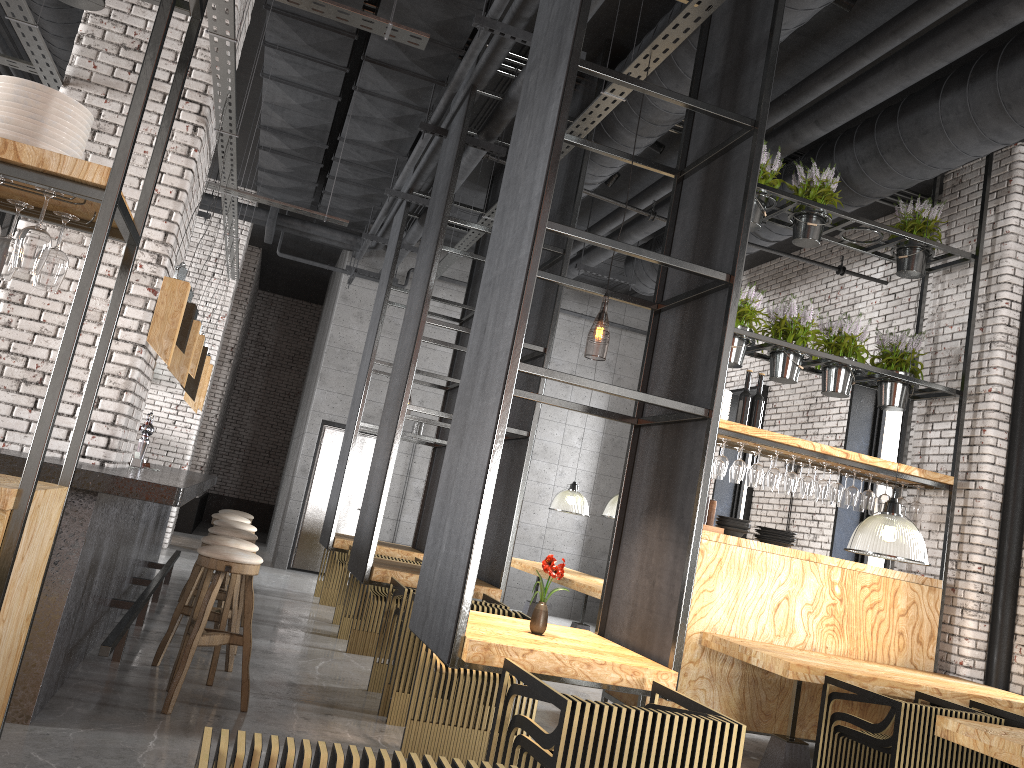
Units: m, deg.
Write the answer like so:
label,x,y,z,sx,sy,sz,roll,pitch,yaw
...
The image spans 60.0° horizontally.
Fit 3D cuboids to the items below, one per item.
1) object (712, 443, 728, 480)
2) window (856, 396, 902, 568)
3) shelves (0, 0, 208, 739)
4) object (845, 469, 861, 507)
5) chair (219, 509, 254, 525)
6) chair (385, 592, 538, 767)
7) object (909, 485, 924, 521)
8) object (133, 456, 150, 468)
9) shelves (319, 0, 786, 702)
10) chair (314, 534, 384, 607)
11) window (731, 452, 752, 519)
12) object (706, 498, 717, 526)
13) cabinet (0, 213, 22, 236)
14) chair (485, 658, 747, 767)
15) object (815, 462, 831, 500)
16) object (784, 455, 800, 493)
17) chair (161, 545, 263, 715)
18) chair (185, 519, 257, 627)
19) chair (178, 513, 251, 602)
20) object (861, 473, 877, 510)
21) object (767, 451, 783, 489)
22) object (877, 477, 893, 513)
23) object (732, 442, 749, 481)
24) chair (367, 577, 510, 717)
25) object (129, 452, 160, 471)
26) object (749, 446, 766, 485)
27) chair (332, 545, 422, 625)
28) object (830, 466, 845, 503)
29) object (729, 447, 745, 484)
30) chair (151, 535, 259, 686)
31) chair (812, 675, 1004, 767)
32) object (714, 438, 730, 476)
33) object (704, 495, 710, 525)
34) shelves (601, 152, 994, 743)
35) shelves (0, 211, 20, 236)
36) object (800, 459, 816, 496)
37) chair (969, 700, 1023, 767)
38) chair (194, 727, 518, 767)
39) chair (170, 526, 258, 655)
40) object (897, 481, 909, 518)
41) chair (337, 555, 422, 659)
label,x,y,z,sx,sy,sz,roll,pitch,yaw
object,1.574,0.588,6.716,0.101,0.268,0.100,8,-10,21
window,3.487,1.215,8.314,0.364,2.708,0.747,14,-10,-15
shelves,-2.892,-1.503,2.591,3.655,5.036,0.688,14,-10,-15
object,2.575,0.786,6.697,0.101,0.268,0.100,8,-10,21
chair,-2.743,1.651,8.698,0.481,0.808,0.437,2,-13,43
chair,-0.251,1.589,4.785,0.656,0.732,0.637,13,-10,-13
object,3.128,0.920,6.849,0.101,0.268,0.100,9,-10,15
object,-2.909,0.600,6.974,0.090,0.091,0.177,19,-12,-40
shelves,-0.231,-0.636,6.793,1.002,4.381,6.135,14,-9,-15
chair,-1.734,2.054,9.690,0.656,0.732,0.637,14,-10,-16
window,2.792,1.431,10.598,0.364,2.708,0.747,14,-10,-15
object,1.442,0.954,6.431,0.056,0.250,0.056,15,-11,-23
cabinet,-7.897,-2.127,13.266,5.856,1.774,0.680,14,-10,-15
chair,0.301,1.433,3.073,0.656,0.732,0.637,14,-10,-17
object,2.326,0.725,6.628,0.101,0.268,0.100,8,-10,21
object,2.072,0.663,6.558,0.101,0.268,0.100,8,-10,21
chair,-1.575,1.256,4.653,0.479,0.808,0.439,20,-13,-41
chair,-2.220,1.491,6.995,0.438,0.808,0.480,16,-11,-26
chair,-2.613,1.540,7.814,0.438,0.808,0.479,14,-10,-16
object,2.714,0.819,6.735,0.101,0.268,0.100,9,-10,15
object,1.934,0.629,6.520,0.101,0.268,0.100,8,-10,21
object,2.852,0.853,6.773,0.101,0.268,0.100,9,-10,15
object,1.657,0.562,6.444,0.101,0.268,0.100,8,-10,21
chair,-0.474,1.658,5.520,0.656,0.732,0.637,14,-10,-13
object,-2.588,0.539,6.212,0.200,0.106,0.765,14,-9,-15
object,1.795,0.596,6.482,0.101,0.268,0.100,8,-10,21
chair,-1.195,1.897,7.988,0.656,0.732,0.637,14,-10,-14
object,2.446,0.754,6.661,0.101,0.268,0.100,8,-10,21
object,1.712,0.621,6.754,0.101,0.268,0.100,8,-10,21
chair,-1.757,1.310,5.230,0.479,0.808,0.438,16,-11,-26
chair,2.115,2.067,4.808,0.656,0.732,0.637,14,-10,-15
object,1.519,0.528,6.405,0.101,0.268,0.100,8,-10,21
object,1.377,0.864,6.431,0.070,0.369,0.107,14,-10,-16
shelves,2.280,0.198,6.856,2.330,5.036,0.688,14,-10,-15
shelves,-7.344,-2.192,11.042,5.670,3.077,0.596,14,-10,-15
object,2.203,0.695,6.594,0.101,0.268,0.100,8,-10,21
chair,3.085,2.306,5.097,0.656,0.732,0.637,14,-10,-17
chair,-0.272,1.065,1.442,0.656,0.732,0.637,14,-10,-15
chair,-1.982,1.398,6.088,0.439,0.808,0.478,5,-11,33
object,2.990,0.887,6.811,0.101,0.268,0.100,9,-10,15
chair,-0.999,1.826,7.275,0.656,0.732,0.637,14,-10,-16
